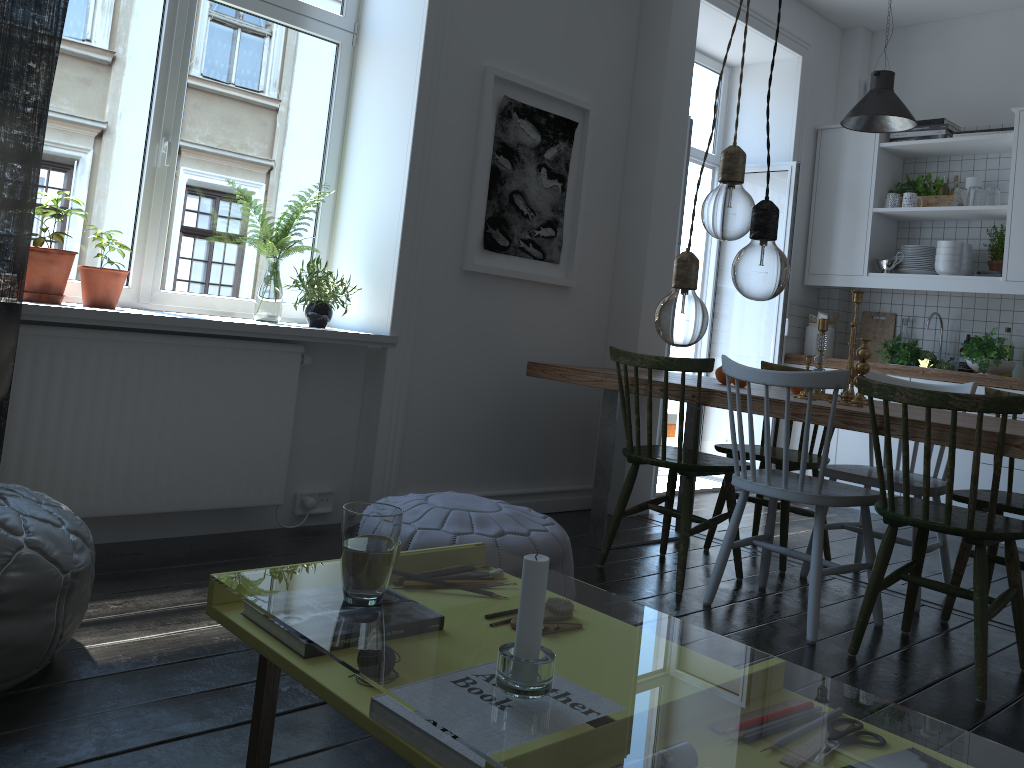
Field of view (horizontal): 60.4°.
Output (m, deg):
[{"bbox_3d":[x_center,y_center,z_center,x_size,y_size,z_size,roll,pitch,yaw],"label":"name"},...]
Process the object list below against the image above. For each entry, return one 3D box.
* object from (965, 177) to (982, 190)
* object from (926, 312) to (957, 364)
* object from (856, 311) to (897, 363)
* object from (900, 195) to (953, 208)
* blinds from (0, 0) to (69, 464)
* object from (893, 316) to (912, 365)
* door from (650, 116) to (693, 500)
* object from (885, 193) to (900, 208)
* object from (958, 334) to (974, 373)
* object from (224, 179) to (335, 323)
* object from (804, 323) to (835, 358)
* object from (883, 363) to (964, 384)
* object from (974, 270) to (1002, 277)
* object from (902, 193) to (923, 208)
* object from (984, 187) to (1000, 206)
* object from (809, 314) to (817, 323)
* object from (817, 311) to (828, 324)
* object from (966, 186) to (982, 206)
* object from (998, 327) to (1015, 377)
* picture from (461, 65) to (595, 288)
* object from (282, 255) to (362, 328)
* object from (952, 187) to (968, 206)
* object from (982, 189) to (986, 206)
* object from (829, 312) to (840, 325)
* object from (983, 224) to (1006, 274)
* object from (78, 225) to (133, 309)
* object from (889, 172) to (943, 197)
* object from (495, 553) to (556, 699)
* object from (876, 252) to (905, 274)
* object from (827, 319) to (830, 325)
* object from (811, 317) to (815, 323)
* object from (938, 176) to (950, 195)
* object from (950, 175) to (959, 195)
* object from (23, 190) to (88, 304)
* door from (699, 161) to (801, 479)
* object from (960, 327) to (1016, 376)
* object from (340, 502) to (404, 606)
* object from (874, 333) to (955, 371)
[{"bbox_3d":[2.767,-1.127,5.292,0.084,0.223,0.085,8,-3,-36],"label":"object"},{"bbox_3d":[2.579,-0.251,5.287,0.189,0.354,0.272,6,-1,23],"label":"object"},{"bbox_3d":[2.356,-0.301,5.695,0.040,0.332,0.221,9,-2,-43],"label":"object"},{"bbox_3d":[2.569,-1.102,5.463,0.152,0.103,0.395,5,4,-43],"label":"object"},{"bbox_3d":[-1.576,-0.969,2.265,0.797,2.989,0.112,9,-4,-44],"label":"blinds"},{"bbox_3d":[2.461,-0.273,5.536,0.097,0.319,0.098,9,-3,-43],"label":"object"},{"bbox_3d":[0.648,-0.444,4.833,0.104,2.036,0.588,9,-3,-38],"label":"door"},{"bbox_3d":[2.361,-1.123,5.458,0.083,0.100,0.108,6,1,16],"label":"object"},{"bbox_3d":[2.714,-0.181,5.250,0.085,0.232,0.085,6,-2,12],"label":"object"},{"bbox_3d":[-0.922,-0.524,3.490,0.393,0.569,0.326,6,-1,10],"label":"object"},{"bbox_3d":[1.976,-0.280,5.659,0.172,0.209,0.175,6,0,-39],"label":"object"},{"bbox_3d":[2.431,-0.042,5.197,0.351,0.112,0.374,3,4,-43],"label":"object"},{"bbox_3d":[2.741,-0.618,5.045,0.247,0.042,0.275,9,5,39],"label":"object"},{"bbox_3d":[2.433,-1.108,5.357,0.109,0.100,0.082,7,0,36],"label":"object"},{"bbox_3d":[2.754,-1.062,5.046,0.086,0.120,0.085,6,-1,15],"label":"object"},{"bbox_3d":[1.932,-0.317,5.670,0.054,0.264,0.148,5,-2,21],"label":"object"},{"bbox_3d":[1.987,-0.326,5.670,0.065,0.291,0.140,5,-2,20],"label":"object"},{"bbox_3d":[2.663,-1.073,5.066,0.086,0.120,0.086,7,-1,-20],"label":"object"},{"bbox_3d":[2.841,-0.183,5.059,0.066,0.284,0.066,4,-4,42],"label":"object"},{"bbox_3d":[0.077,-0.920,4.025,0.682,0.892,0.083,7,-2,-43],"label":"picture"},{"bbox_3d":[-0.749,-0.370,3.505,0.282,0.296,0.287,6,0,-39],"label":"object"},{"bbox_3d":[2.616,-1.083,5.139,0.086,0.120,0.086,7,-1,-20],"label":"object"},{"bbox_3d":[2.727,-1.070,5.129,0.086,0.120,0.085,6,-1,15],"label":"object"},{"bbox_3d":[2.032,-0.322,5.663,0.131,0.297,0.056,5,-3,26],"label":"object"},{"bbox_3d":[2.862,-0.773,5.137,0.170,0.368,0.165,6,-2,-6],"label":"object"},{"bbox_3d":[-1.382,-0.397,3.009,0.177,0.279,0.193,6,-1,14],"label":"object"},{"bbox_3d":[2.528,-1.198,5.522,0.349,0.255,0.162,7,0,37],"label":"object"},{"bbox_3d":[0.024,0.306,1.139,0.074,0.174,0.074,7,-2,-8],"label":"object"},{"bbox_3d":[2.303,-0.736,5.375,0.101,0.135,0.211,7,1,-31],"label":"object"},{"bbox_3d":[2.026,-0.300,5.669,0.051,0.248,0.114,6,-2,11],"label":"object"},{"bbox_3d":[1.953,-0.310,5.680,0.060,0.252,0.117,7,-2,-14],"label":"object"},{"bbox_3d":[2.639,-1.161,5.381,0.060,0.226,0.059,5,-3,30],"label":"object"},{"bbox_3d":[2.705,-1.157,5.374,0.055,0.235,0.056,8,-3,-40],"label":"object"},{"bbox_3d":[-1.536,-0.453,2.888,0.256,0.372,0.235,7,-1,-31],"label":"object"},{"bbox_3d":[1.467,-0.405,5.603,0.588,2.036,0.104,4,-4,41],"label":"door"},{"bbox_3d":[2.659,-0.186,4.920,0.273,0.270,0.336,7,1,37],"label":"object"},{"bbox_3d":[-0.230,0.273,1.413,0.098,0.147,0.097,6,-1,7],"label":"object"},{"bbox_3d":[2.375,-0.137,5.178,0.471,0.309,0.282,7,0,20],"label":"object"}]
